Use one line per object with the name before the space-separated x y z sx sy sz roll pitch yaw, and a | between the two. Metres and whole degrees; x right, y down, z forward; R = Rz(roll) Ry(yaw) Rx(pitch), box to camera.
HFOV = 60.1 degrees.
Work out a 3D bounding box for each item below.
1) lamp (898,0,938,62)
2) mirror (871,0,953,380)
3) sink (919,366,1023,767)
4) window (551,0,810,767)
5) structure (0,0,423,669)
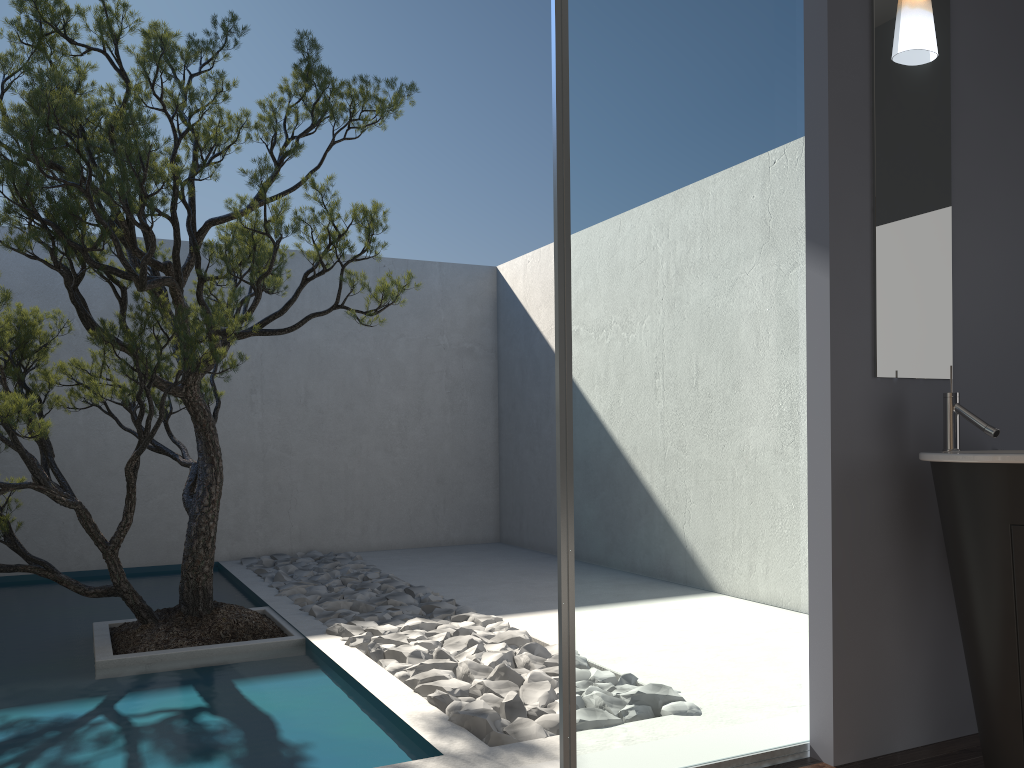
lamp | 1.320 -1.169 2.847 0.157 0.214 0.057 0 0 -26
mirror | 1.306 -0.653 2.881 0.354 1.270 0.012 -1 1 -26
sink | 1.530 0.549 2.547 0.646 1.250 0.647 0 0 -44
window | 0.968 -0.300 2.850 1.885 3.002 0.021 0 0 -26
structure | -1.952 -0.143 4.544 2.586 3.469 2.522 0 -1 -33
